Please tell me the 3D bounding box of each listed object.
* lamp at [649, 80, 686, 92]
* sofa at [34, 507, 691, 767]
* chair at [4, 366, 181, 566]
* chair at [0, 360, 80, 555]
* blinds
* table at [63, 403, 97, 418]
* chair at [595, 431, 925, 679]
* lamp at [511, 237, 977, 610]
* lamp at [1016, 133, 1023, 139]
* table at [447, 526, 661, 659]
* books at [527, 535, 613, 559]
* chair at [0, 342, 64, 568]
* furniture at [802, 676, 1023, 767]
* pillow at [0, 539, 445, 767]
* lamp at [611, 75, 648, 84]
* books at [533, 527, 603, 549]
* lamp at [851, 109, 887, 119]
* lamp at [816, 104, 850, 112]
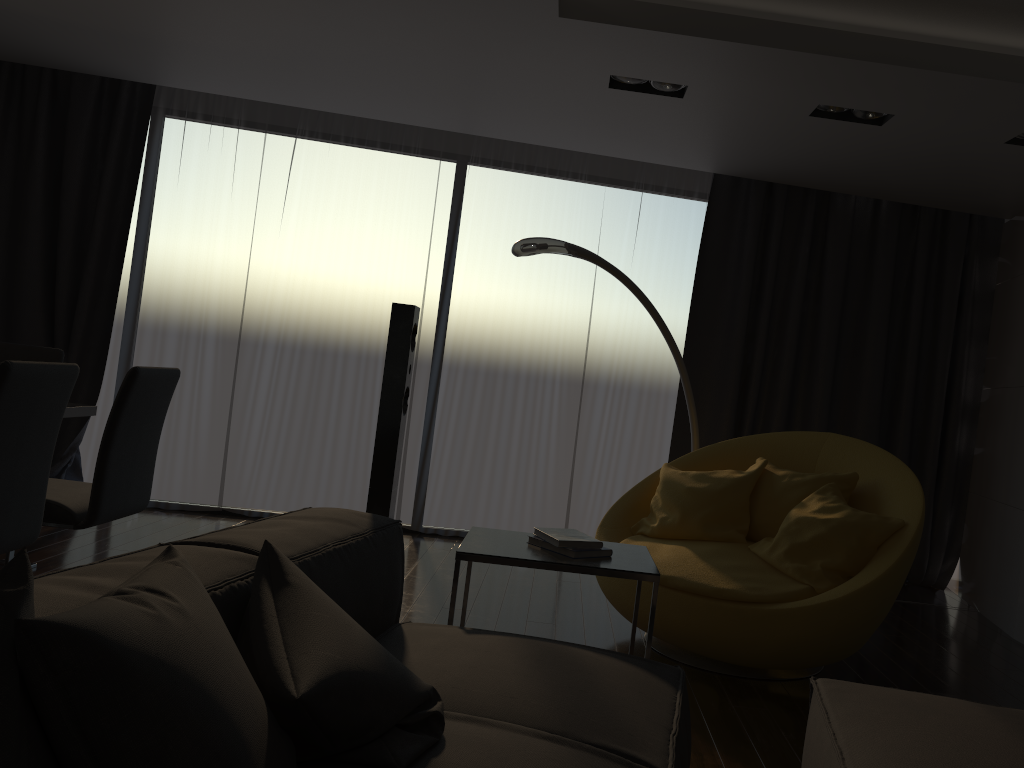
[{"bbox_3d":[0.726,-1.414,4.094,0.173,0.077,0.180,7,0,12],"label":"lamp"},{"bbox_3d":[0.399,0.771,1.113,2.692,0.704,2.525,7,0,10],"label":"sofa"},{"bbox_3d":[-1.608,0.384,3.157,0.574,0.965,0.426,7,-1,-1],"label":"chair"},{"bbox_3d":[-1.649,0.383,2.457,0.574,0.965,0.426,7,-1,-1],"label":"chair"},{"bbox_3d":[-0.551,-0.463,5.519,7.626,2.895,0.734,7,-1,-10],"label":"blinds"},{"bbox_3d":[-2.313,0.403,2.779,1.042,0.760,1.600,7,0,2],"label":"table"},{"bbox_3d":[1.071,0.687,3.946,1.193,1.006,1.442,7,0,-33],"label":"chair"},{"bbox_3d":[1.852,0.386,5.200,4.402,1.780,0.559,7,-1,-22],"label":"lamp"},{"bbox_3d":[2.472,-1.200,4.179,0.171,0.077,0.182,7,0,19],"label":"lamp"},{"bbox_3d":[0.115,0.800,2.782,0.603,0.563,0.449,7,0,-1],"label":"table"},{"bbox_3d":[0.182,0.513,2.789,0.171,0.023,0.219,7,0,-40],"label":"books"},{"bbox_3d":[-2.253,0.302,3.639,0.428,0.965,0.571,7,-1,1],"label":"chair"},{"bbox_3d":[1.180,0.993,1.798,1.076,0.440,1.115,7,0,10],"label":"furniture"},{"bbox_3d":[-0.120,0.456,0.703,1.112,0.431,1.992,7,0,-37],"label":"pillow"},{"bbox_3d":[0.546,-1.436,4.084,0.179,0.077,0.175,7,0,-5],"label":"lamp"},{"bbox_3d":[0.177,0.490,2.801,0.161,0.022,0.197,7,0,-23],"label":"books"},{"bbox_3d":[1.688,-1.296,4.141,0.173,0.077,0.180,7,0,12],"label":"lamp"},{"bbox_3d":[1.508,-1.318,4.132,0.171,0.077,0.182,7,0,19],"label":"lamp"}]
